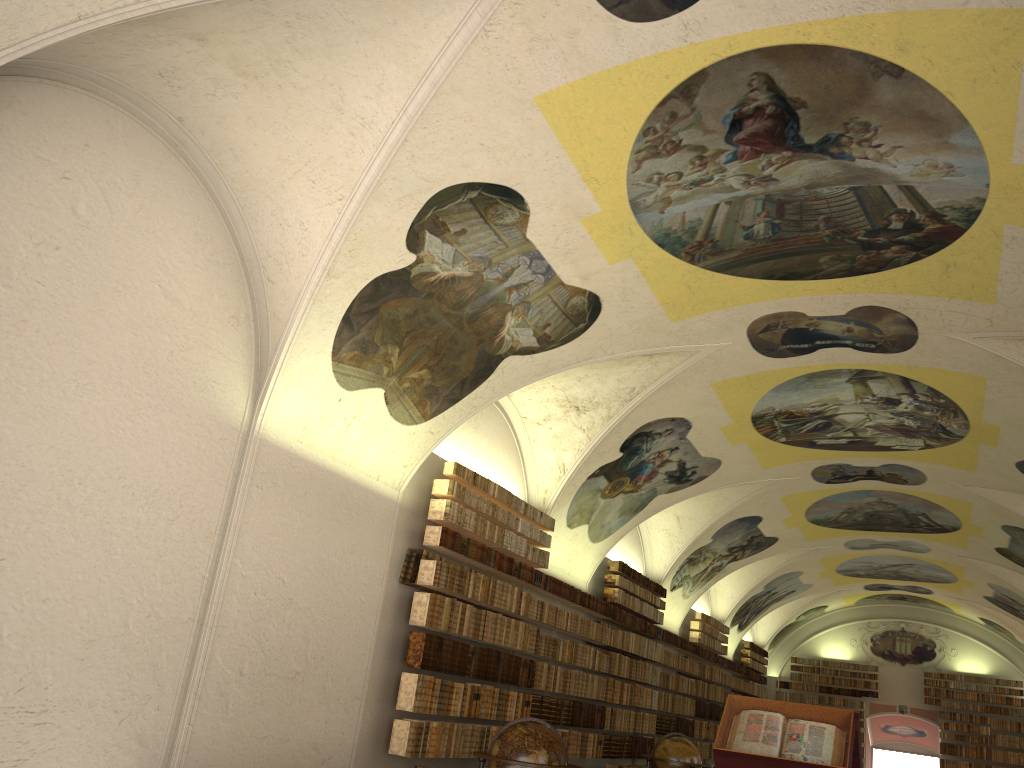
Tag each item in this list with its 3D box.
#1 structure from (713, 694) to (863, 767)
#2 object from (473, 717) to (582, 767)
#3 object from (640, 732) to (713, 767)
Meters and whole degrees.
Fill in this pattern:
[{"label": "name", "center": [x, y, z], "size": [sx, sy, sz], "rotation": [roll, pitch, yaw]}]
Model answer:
[{"label": "structure", "center": [2.864, 4.320, 9.110], "size": [1.245, 1.969, 1.902], "rotation": [-1, -21, 26]}, {"label": "object", "center": [0.151, 4.576, 10.139], "size": [1.280, 1.440, 1.285], "rotation": [12, -19, -10]}, {"label": "object", "center": [2.907, 6.980, 15.805], "size": [1.282, 1.440, 1.284], "rotation": [17, -21, -24]}]
